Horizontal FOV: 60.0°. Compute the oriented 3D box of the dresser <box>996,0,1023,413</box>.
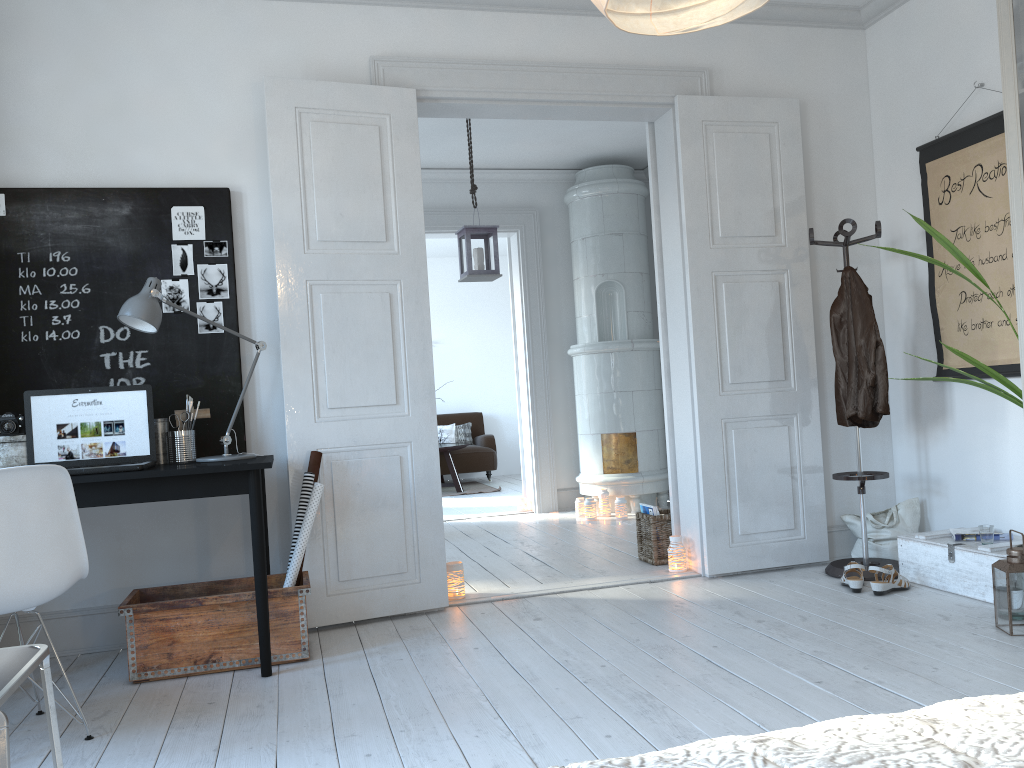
[{"bbox_3d":[2.112,-0.273,2.270,0.630,2.162,1.433,-4,-1,-15],"label":"dresser"}]

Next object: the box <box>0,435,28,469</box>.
[{"bbox_3d":[-1.937,0.273,3.346,0.317,0.152,0.193,-3,-1,-14],"label":"box"}]

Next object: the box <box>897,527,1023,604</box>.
[{"bbox_3d":[1.995,0.756,3.756,0.376,0.218,0.642,-3,-1,-15],"label":"box"}]

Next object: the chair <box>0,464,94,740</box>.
[{"bbox_3d":[-1.516,0.653,2.608,0.554,0.824,0.474,-4,-1,40],"label":"chair"}]

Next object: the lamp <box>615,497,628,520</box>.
[{"bbox_3d":[0.809,0.920,6.566,0.089,0.166,0.089,-4,0,-15],"label":"lamp"}]

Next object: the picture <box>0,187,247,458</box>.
[{"bbox_3d":[-1.637,-0.229,3.694,0.952,1.172,0.064,-4,0,-14],"label":"picture"}]

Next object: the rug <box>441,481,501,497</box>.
[{"bbox_3d":[-1.093,1.172,9.766,1.709,0.055,1.457,-3,-1,-14],"label":"rug"}]

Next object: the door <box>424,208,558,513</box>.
[{"bbox_3d":[-0.543,-0.146,7.233,2.598,2.505,0.578,-3,0,-14],"label":"door"}]

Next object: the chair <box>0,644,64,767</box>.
[{"bbox_3d":[-1.159,0.621,1.615,0.562,0.797,0.525,-4,-1,-14],"label":"chair"}]

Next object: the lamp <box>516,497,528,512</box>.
[{"bbox_3d":[0.086,1.005,7.384,0.093,0.110,0.093,-4,-1,2],"label":"lamp"}]

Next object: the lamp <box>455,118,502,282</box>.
[{"bbox_3d":[-0.259,-1.541,5.609,0.228,1.762,0.228,-4,0,-18],"label":"lamp"}]

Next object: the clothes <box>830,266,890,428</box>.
[{"bbox_3d":[1.619,-0.173,4.146,0.237,0.770,0.211,-4,0,19],"label":"clothes"}]

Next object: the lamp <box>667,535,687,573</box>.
[{"bbox_3d":[0.832,0.858,4.475,0.093,0.179,0.093,-3,-1,-32],"label":"lamp"}]

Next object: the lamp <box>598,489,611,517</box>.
[{"bbox_3d":[0.705,0.910,6.794,0.098,0.210,0.098,-4,0,-10],"label":"lamp"}]

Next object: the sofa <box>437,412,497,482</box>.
[{"bbox_3d":[-1.303,0.804,10.508,2.164,0.824,0.969,-3,-1,-14],"label":"sofa"}]

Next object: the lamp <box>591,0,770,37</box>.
[{"bbox_3d":[0.267,-1.280,1.561,0.339,1.231,0.340,-4,0,17],"label":"lamp"}]

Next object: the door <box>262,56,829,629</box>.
[{"bbox_3d":[0.208,-0.260,4.313,2.598,2.505,0.578,-3,0,-14],"label":"door"}]

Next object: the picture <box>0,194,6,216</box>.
[{"bbox_3d":[-2.071,-0.720,3.563,0.061,0.088,0.004,-3,0,-18],"label":"picture"}]

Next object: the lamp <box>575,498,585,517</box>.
[{"bbox_3d":[0.531,0.954,6.851,0.084,0.146,0.084,-4,0,-10],"label":"lamp"}]

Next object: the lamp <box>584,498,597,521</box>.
[{"bbox_3d":[0.587,0.936,6.626,0.089,0.166,0.089,-4,0,-13],"label":"lamp"}]

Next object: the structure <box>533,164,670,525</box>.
[{"bbox_3d":[0.729,-0.313,7.003,0.801,2.827,1.247,-4,0,30],"label":"structure"}]

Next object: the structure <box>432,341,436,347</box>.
[{"bbox_3d":[-1.448,-0.521,10.977,1.025,0.478,0.085,-3,0,-14],"label":"structure"}]

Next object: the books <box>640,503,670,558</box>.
[{"bbox_3d":[0.835,0.800,4.855,0.201,0.300,0.179,-4,-1,-14],"label":"books"}]

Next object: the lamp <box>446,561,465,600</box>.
[{"bbox_3d":[-0.269,0.926,4.179,0.089,0.166,0.089,-3,0,-22],"label":"lamp"}]

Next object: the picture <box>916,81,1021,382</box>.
[{"bbox_3d":[2.101,-0.681,3.906,0.057,1.313,0.793,-4,-1,-15],"label":"picture"}]

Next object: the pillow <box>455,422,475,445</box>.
[{"bbox_3d":[-0.728,0.620,10.768,0.542,0.288,0.183,-3,-1,-14],"label":"pillow"}]

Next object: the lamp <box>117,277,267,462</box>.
[{"bbox_3d":[-1.230,-0.049,3.482,0.616,0.716,0.230,-3,-1,-44],"label":"lamp"}]

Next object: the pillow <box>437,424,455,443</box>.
[{"bbox_3d":[-0.895,0.615,10.610,0.470,0.309,0.188,-3,-1,-14],"label":"pillow"}]

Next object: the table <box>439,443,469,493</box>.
[{"bbox_3d":[-1.102,0.947,9.742,1.299,0.503,1.300,-3,-1,-24],"label":"table"}]

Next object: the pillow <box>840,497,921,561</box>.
[{"bbox_3d":[1.861,0.732,4.442,0.317,0.314,0.273,-3,-1,-14],"label":"pillow"}]
